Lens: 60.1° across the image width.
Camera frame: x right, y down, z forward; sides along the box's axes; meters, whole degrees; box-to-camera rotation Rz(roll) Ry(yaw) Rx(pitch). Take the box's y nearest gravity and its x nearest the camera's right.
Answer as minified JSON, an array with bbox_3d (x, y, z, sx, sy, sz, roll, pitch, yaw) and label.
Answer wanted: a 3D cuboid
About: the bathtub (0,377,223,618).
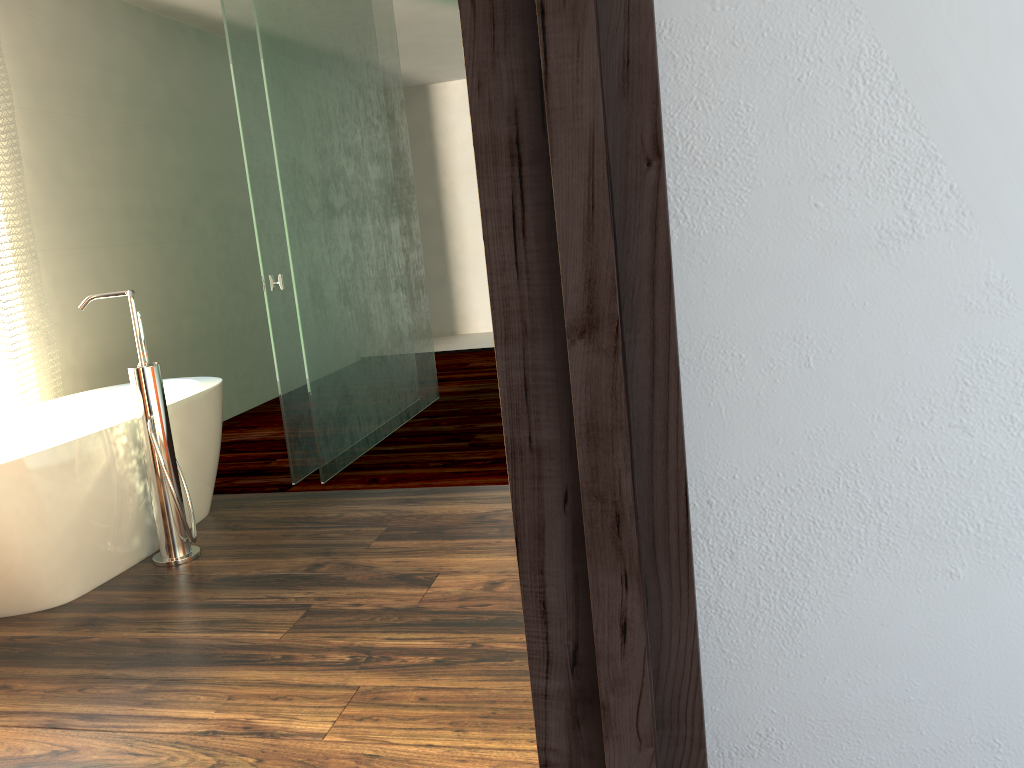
[{"bbox_3d":[-1.575,0.365,3.084,0.774,0.484,1.603,-4,10,13],"label":"bathtub"}]

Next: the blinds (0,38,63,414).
[{"bbox_3d":[-2.271,-0.473,2.813,0.183,2.335,2.102,-4,10,13],"label":"blinds"}]

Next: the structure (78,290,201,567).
[{"bbox_3d":[-1.160,0.148,2.844,0.239,0.896,0.283,-13,12,-36],"label":"structure"}]
